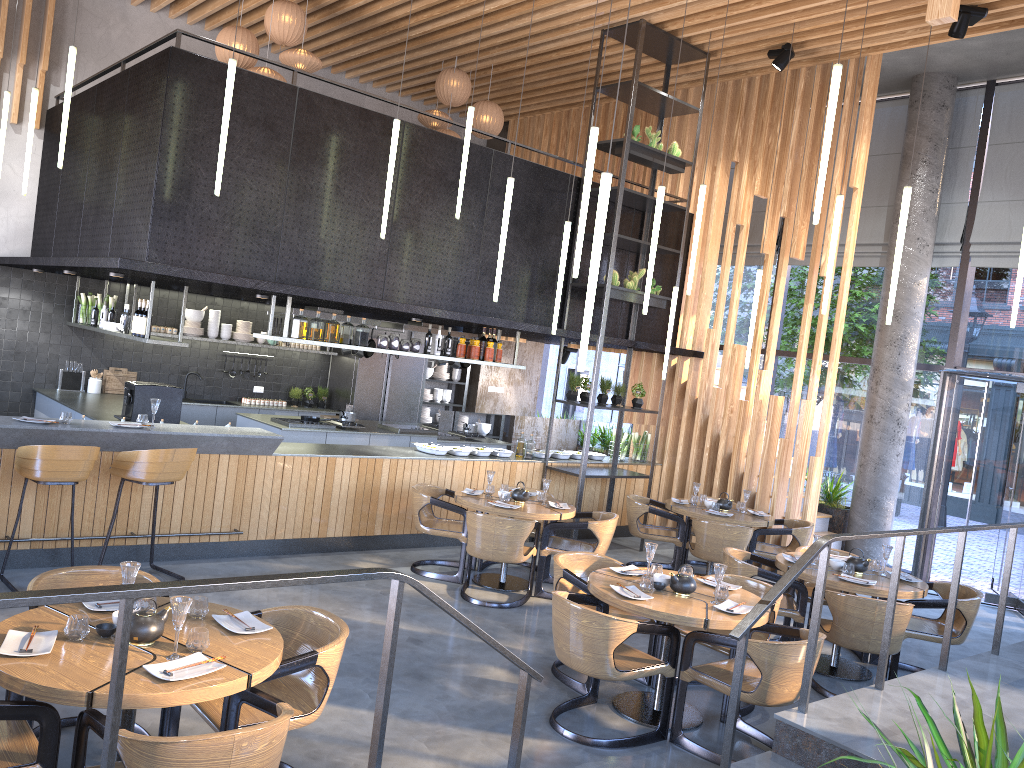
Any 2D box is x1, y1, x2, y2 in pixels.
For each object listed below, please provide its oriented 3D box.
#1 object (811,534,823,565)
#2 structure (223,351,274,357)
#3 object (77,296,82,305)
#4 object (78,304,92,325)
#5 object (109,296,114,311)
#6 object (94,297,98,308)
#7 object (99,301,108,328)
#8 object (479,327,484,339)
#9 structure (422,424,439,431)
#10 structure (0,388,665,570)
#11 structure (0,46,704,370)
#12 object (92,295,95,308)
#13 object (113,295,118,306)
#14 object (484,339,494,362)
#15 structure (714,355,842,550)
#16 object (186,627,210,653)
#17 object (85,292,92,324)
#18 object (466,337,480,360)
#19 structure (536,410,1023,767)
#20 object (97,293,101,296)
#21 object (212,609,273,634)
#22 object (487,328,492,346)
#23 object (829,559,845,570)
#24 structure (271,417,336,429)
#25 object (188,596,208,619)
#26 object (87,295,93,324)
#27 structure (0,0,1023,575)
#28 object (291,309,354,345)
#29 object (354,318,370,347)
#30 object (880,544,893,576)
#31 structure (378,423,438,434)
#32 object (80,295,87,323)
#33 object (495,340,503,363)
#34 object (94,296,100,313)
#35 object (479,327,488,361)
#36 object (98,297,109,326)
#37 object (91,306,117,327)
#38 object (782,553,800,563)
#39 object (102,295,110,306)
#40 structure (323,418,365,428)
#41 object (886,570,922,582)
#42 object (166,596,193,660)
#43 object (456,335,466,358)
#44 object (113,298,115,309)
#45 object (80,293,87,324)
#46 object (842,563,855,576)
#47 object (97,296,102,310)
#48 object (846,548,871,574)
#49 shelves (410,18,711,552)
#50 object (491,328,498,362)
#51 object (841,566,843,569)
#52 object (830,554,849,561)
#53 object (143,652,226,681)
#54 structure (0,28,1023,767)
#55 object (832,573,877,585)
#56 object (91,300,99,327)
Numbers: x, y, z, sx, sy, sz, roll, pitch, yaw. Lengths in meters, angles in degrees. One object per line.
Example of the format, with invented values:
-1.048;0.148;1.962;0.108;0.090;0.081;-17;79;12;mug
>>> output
2.335;1.272;6.796;0.082;0.227;0.082;7;2;-20;object
-3.658;-0.413;12.315;0.743;0.018;0.074;6;3;-40;structure
-5.172;-0.900;10.760;0.220;0.330;0.054;6;2;-27;object
-5.097;-0.833;10.718;0.248;0.231;0.234;6;2;-30;object
-4.717;-0.847;10.422;0.047;0.365;0.105;7;2;-4;object
-4.885;-0.851;10.426;0.054;0.330;0.220;7;2;-9;object
-4.694;-0.799;10.202;0.072;0.305;0.073;8;2;22;object
-0.324;-0.446;9.723;0.105;0.380;0.105;9;2;35;object
-0.932;0.585;11.829;0.317;0.060;0.502;6;3;-40;structure
-2.961;0.639;9.982;8.945;1.400;4.889;6;3;-40;structure
-1.123;-1.371;11.115;8.600;2.382;4.958;6;3;-40;structure
-5.087;-0.903;10.761;0.057;0.356;0.141;6;3;-44;object
-4.759;-0.868;10.581;0.084;0.386;0.046;9;2;31;object
-0.240;-0.361;9.536;0.096;0.246;0.096;8;2;5;object
2.992;0.878;10.977;1.000;2.400;2.530;6;3;-40;structure
-1.217;0.995;3.437;0.086;0.086;0.086;9;2;32;object
-5.111;-0.916;10.696;0.056;0.381;0.113;6;2;-27;object
-0.413;-0.385;9.588;0.096;0.246;0.235;7;2;-20;object
2.338;1.292;8.073;4.306;1.608;15.715;7;2;-2;structure
-4.982;-0.901;10.692;0.046;0.386;0.084;8;2;12;object
-1.170;1.020;3.802;0.170;0.025;0.294;6;3;-43;object
-0.259;-0.441;9.824;0.105;0.380;0.105;8;2;10;object
2.466;1.373;6.733;0.116;0.065;0.116;8;2;17;object
-2.473;0.451;10.516;0.599;0.060;0.510;6;3;-40;structure
-1.351;0.964;3.820;0.086;0.086;0.086;7;2;-15;object
-5.064;-0.892;10.642;0.057;0.347;0.093;8;2;28;object
-1.354;-1.340;7.526;10.399;5.894;10.127;6;3;-40;structure
-1.757;-0.534;8.314;0.630;0.274;0.139;6;3;-42;object
-1.446;-0.502;8.567;0.105;0.274;0.105;6;3;-41;object
2.837;1.339;6.733;0.082;0.227;0.082;9;2;31;object
-1.347;0.565;11.480;0.599;0.060;0.510;6;3;-40;structure
-5.163;-0.905;10.674;0.055;0.345;0.118;7;2;-25;object
-0.152;-0.358;9.781;0.096;0.246;0.096;8;2;5;object
-4.894;-0.866;10.549;0.169;0.349;0.056;6;2;-28;object
-0.316;-0.441;9.610;0.105;0.380;0.105;7;2;-10;object
-4.801;-0.848;10.406;0.118;0.345;0.055;7;2;-7;object
-4.825;-0.789;10.492;0.234;0.231;0.248;7;2;-12;object
2.186;1.353;6.856;0.170;0.025;0.294;8;2;8;object
-4.804;-0.867;10.459;0.113;0.381;0.056;7;2;-9;object
-2.058;0.471;10.865;0.317;0.060;0.502;6;3;-40;structure
2.956;1.458;6.725;0.170;0.025;0.294;7;2;-5;object
-1.259;0.921;3.343;0.082;0.227;0.082;7;2;-20;object
-0.541;-0.400;9.551;0.096;0.246;0.096;8;2;5;object
-4.739;-0.844;10.490;0.057;0.347;0.093;6;3;-44;object
-5.120;-0.906;10.600;0.105;0.365;0.047;7;2;-22;object
2.476;1.371;6.527;0.086;0.086;0.086;6;2;-32;object
-4.858;-0.864;10.505;0.141;0.356;0.057;6;2;-26;object
2.620;1.336;6.718;0.168;0.179;0.163;8;2;15;object
0.074;-1.197;11.960;1.247;5.690;5.494;6;2;-30;shelves
-0.210;-0.429;9.663;0.105;0.380;0.105;8;2;25;object
2.501;1.393;6.630;0.080;0.042;0.080;9;2;35;object
2.619;1.399;7.154;0.294;0.025;0.170;8;2;8;object
-1.177;1.038;3.253;0.170;0.025;0.294;9;2;34;object
-1.058;-0.531;7.756;11.718;4.117;9.054;6;3;-41;structure
2.451;1.404;6.367;0.294;0.025;0.170;9;2;30;object
-4.818;-0.817;10.259;0.073;0.305;0.072;6;3;-44;object
